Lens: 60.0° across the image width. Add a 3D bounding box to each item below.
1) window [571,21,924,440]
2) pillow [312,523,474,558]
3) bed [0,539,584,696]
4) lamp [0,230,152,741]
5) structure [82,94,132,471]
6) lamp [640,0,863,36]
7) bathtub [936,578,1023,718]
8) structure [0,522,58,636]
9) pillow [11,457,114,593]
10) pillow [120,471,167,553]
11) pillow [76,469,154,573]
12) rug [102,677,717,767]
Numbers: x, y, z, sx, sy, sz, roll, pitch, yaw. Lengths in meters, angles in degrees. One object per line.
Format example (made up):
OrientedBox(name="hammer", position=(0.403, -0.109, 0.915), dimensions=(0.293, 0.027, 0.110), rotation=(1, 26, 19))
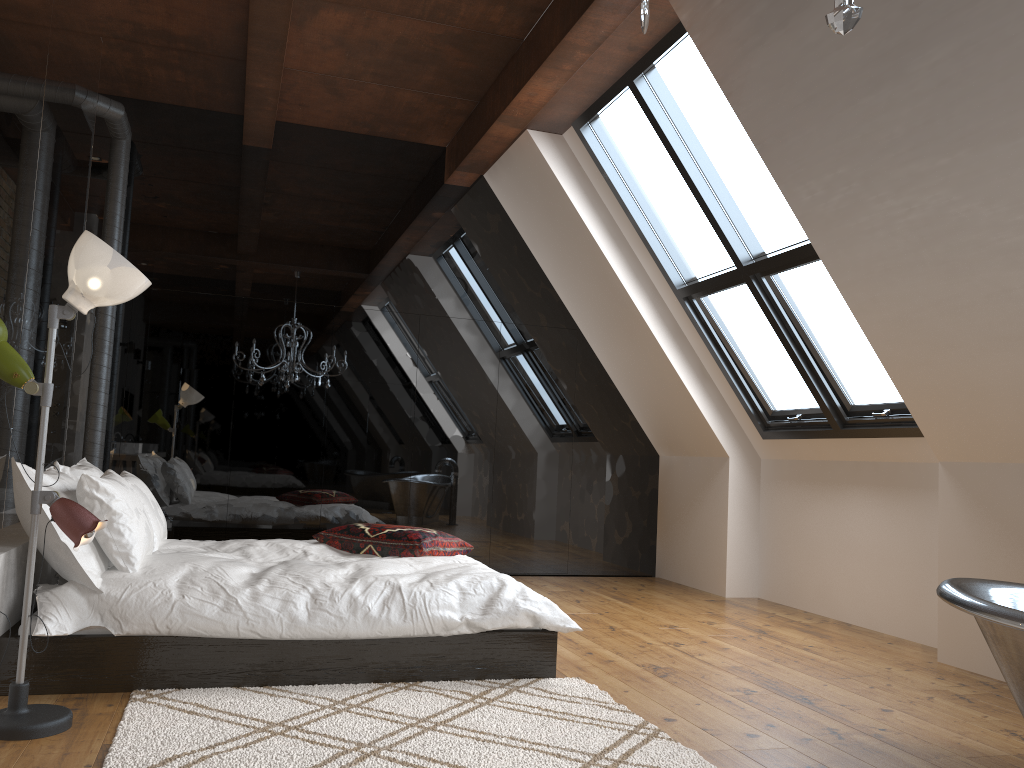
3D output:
OrientedBox(name="window", position=(1.421, -0.790, 5.351), dimensions=(1.702, 2.162, 1.713), rotation=(4, -5, -17))
OrientedBox(name="pillow", position=(-0.624, 0.827, 4.695), dimensions=(0.748, 0.157, 0.453), rotation=(0, -6, 32))
OrientedBox(name="bed", position=(-1.072, 1.010, 4.399), dimensions=(2.169, 0.442, 2.300), rotation=(4, -5, -17))
OrientedBox(name="lamp", position=(-1.501, 0.280, 2.820), dimensions=(0.561, 1.582, 0.270), rotation=(5, -5, -21))
OrientedBox(name="structure", position=(-3.198, -0.340, 5.610), dimensions=(1.189, 3.140, 0.829), rotation=(4, -5, -17))
OrientedBox(name="lamp", position=(0.462, -1.537, 1.378), dimensions=(1.409, 1.594, 1.409), rotation=(2, -5, 5))
OrientedBox(name="bathtub", position=(1.959, 0.851, 2.088), dimensions=(1.811, 0.652, 0.872), rotation=(-2, -7, 45))
OrientedBox(name="structure", position=(-2.162, 0.890, 3.924), dimensions=(0.206, 0.494, 2.820), rotation=(4, -5, -17))
OrientedBox(name="pillow", position=(-1.914, 0.584, 3.996), dimensions=(0.358, 0.517, 1.746), rotation=(4, -5, -18))
OrientedBox(name="pillow", position=(-1.875, 0.638, 4.411), dimensions=(0.291, 0.385, 0.748), rotation=(4, -5, -18))
OrientedBox(name="pillow", position=(-1.630, 0.561, 3.660), dimensions=(0.276, 0.397, 0.744), rotation=(4, -5, -18))
OrientedBox(name="rug", position=(-0.064, 1.060, 1.965), dimensions=(1.726, 0.019, 3.139), rotation=(4, -5, -17))
